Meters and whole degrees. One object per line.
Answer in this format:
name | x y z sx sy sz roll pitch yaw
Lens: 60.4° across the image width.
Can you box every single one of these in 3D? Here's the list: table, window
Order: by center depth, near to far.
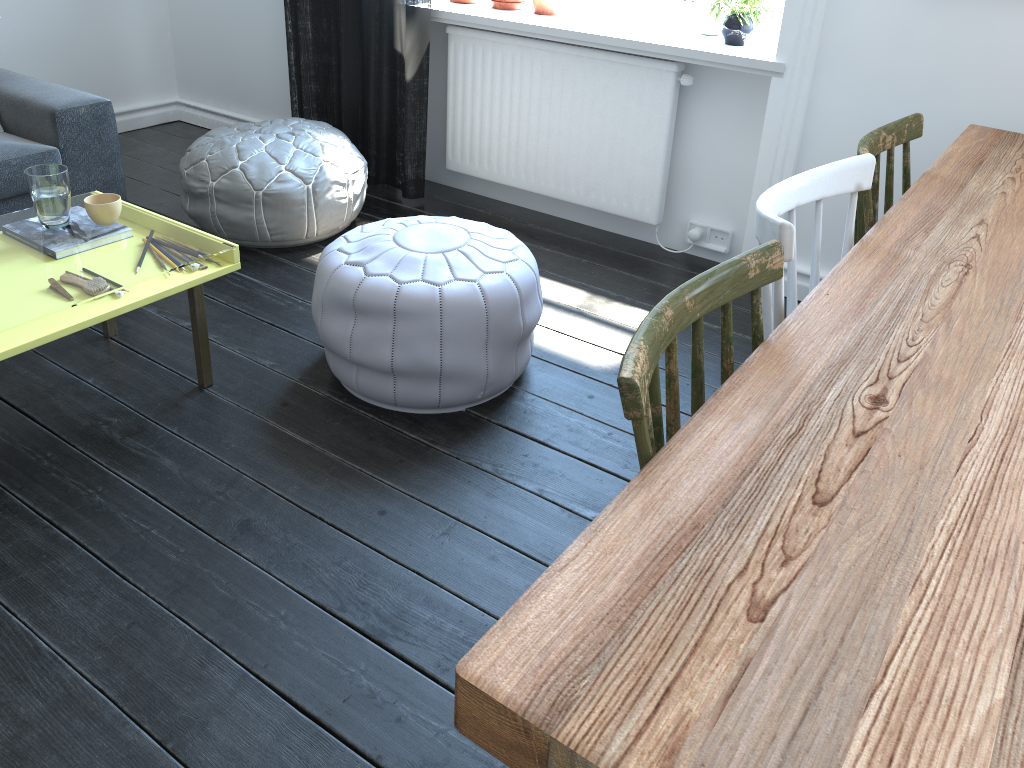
table | 0.988 0.237 1.397 1.035 0.684 2.298 20 34 28
table | -1.327 0.015 1.871 0.610 0.381 1.445 20 34 28
window | 0.507 -2.325 3.112 1.596 1.896 0.110 21 31 30

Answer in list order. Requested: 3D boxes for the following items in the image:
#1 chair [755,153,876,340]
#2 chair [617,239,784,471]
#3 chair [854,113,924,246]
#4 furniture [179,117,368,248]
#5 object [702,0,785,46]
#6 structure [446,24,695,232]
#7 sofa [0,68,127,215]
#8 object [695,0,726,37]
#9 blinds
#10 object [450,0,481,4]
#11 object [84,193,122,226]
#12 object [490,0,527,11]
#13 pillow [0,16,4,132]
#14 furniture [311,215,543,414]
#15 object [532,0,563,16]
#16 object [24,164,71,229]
chair | 0.611 0.096 1.487 0.518 0.804 0.480 20 31 29
chair | 0.366 0.312 1.107 0.493 0.789 0.482 19 31 28
chair | 0.904 -0.092 1.854 0.493 0.790 0.482 19 31 28
furniture | -0.893 -0.782 3.314 0.691 0.365 0.700 21 34 29
object | 0.775 -1.284 2.946 0.290 0.281 0.293 23 34 33
structure | 0.172 -0.993 3.385 1.083 0.599 0.075 22 31 30
sofa | -2.479 -0.578 2.480 1.102 0.691 2.448 20 34 28
object | 0.721 -1.496 3.052 0.328 0.540 0.412 2 27 -3
blinds | -0.629 -2.168 3.230 0.818 2.837 0.115 19 30 29
object | -0.162 -1.817 3.588 0.302 0.476 0.348 11 28 14
object | -1.038 -0.440 2.241 0.087 0.063 0.090 -11 32 -25
object | 0.002 -1.690 3.506 0.239 0.353 0.265 -21 36 -39
pillow | -2.517 -0.843 2.485 0.488 0.470 2.112 22 35 32
furniture | -0.223 -0.212 2.405 0.623 0.400 0.632 17 32 24
object | 0.155 -1.574 3.409 0.194 0.265 0.185 3 27 0
object | -1.150 -0.465 2.197 0.097 0.139 0.102 0 27 -5
